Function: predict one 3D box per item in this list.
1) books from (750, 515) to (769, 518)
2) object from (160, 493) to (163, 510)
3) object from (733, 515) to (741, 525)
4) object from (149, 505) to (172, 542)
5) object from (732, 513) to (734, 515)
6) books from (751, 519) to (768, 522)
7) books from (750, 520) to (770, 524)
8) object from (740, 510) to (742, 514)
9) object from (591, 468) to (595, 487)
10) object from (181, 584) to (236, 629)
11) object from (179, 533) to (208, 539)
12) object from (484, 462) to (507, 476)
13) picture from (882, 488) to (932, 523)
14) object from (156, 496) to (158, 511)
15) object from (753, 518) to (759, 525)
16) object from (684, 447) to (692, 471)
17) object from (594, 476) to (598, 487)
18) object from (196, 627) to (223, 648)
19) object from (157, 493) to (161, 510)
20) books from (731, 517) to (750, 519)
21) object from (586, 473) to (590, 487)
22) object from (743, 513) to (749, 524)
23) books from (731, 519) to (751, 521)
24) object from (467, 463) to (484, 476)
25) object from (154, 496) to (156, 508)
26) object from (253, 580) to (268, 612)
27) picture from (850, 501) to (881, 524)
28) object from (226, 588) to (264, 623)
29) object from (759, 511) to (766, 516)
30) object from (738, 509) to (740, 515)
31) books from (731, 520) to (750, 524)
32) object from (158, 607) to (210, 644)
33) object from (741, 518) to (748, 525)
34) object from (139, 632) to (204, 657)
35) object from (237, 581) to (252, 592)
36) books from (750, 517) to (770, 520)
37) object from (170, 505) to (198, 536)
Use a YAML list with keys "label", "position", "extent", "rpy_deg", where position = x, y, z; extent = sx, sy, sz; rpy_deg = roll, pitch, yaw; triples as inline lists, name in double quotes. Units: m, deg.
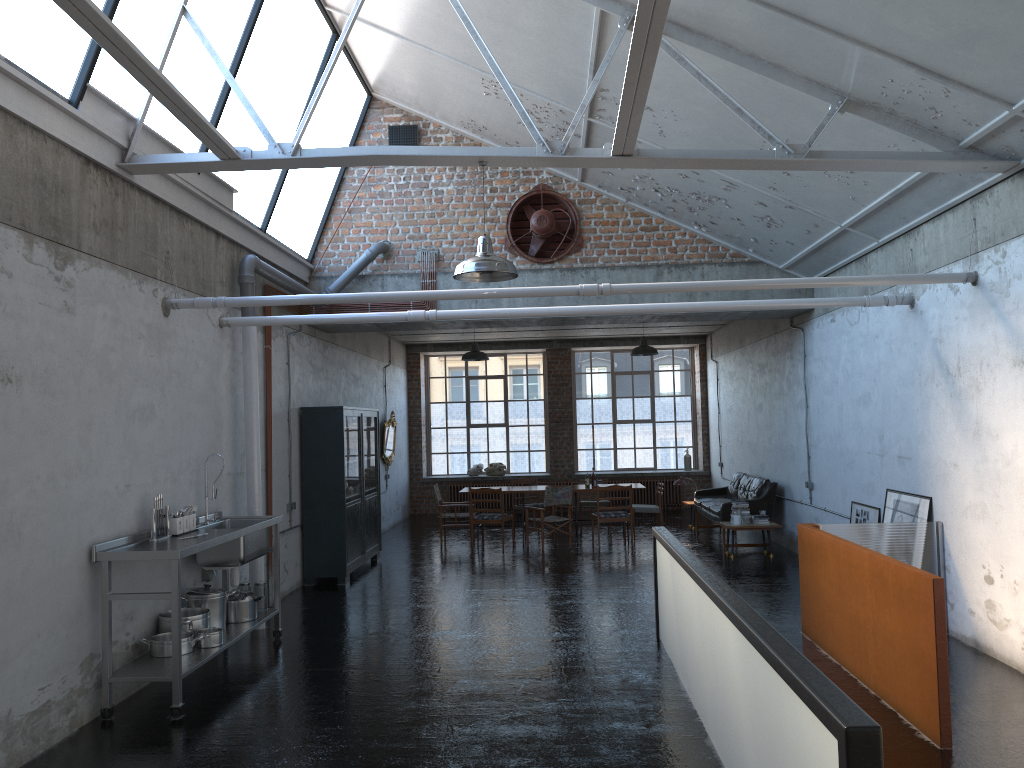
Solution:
- label: "books"
  position: [3.635, 1.947, 13.035]
  extent: [0.225, 0.029, 0.179]
  rpy_deg: [-1, -3, -5]
- label: "object"
  position: [-2.824, 0.945, 7.146]
  extent: [0.022, 0.132, 0.033]
  rpy_deg: [-1, -3, -2]
- label: "object"
  position: [3.284, 1.980, 12.924]
  extent: [0.110, 0.137, 0.110]
  rpy_deg: [-2, -3, 3]
- label: "object"
  position: [-2.820, 1.119, 7.115]
  extent: [0.067, 0.260, 0.322]
  rpy_deg: [-2, -3, 3]
- label: "object"
  position: [3.264, 1.945, 12.940]
  extent: [0.137, 0.190, 0.009]
  rpy_deg: [-2, -3, 6]
- label: "books"
  position: [3.632, 1.997, 13.037]
  extent: [0.166, 0.024, 0.227]
  rpy_deg: [-1, -3, -18]
- label: "books"
  position: [3.641, 2.026, 13.030]
  extent: [0.179, 0.034, 0.243]
  rpy_deg: [-1, -3, -14]
- label: "object"
  position: [3.326, 1.923, 12.929]
  extent: [0.062, 0.169, 0.009]
  rpy_deg: [-2, -3, 2]
- label: "object"
  position: [1.398, 1.598, 15.230]
  extent: [0.075, 0.324, 0.075]
  rpy_deg: [-3, -3, 28]
- label: "object"
  position: [-2.664, 1.948, 7.749]
  extent: [0.346, 0.394, 0.392]
  rpy_deg: [-3, -3, 27]
- label: "object"
  position: [-2.577, 1.233, 7.164]
  extent: [0.045, 0.022, 0.327]
  rpy_deg: [-3, -3, 22]
- label: "object"
  position: [-0.402, 1.963, 20.449]
  extent: [0.418, 0.305, 0.625]
  rpy_deg: [0, -3, -24]
- label: "picture"
  position: [3.854, 1.689, 8.808]
  extent: [0.233, 1.215, 1.095]
  rpy_deg: [-2, -3, 3]
- label: "object"
  position: [-2.827, 0.950, 7.064]
  extent: [0.019, 0.114, 0.027]
  rpy_deg: [-1, -3, -2]
- label: "object"
  position: [3.520, 1.985, 12.793]
  extent: [0.092, 0.099, 0.092]
  rpy_deg: [-1, -3, -20]
- label: "object"
  position: [4.032, 1.715, 20.362]
  extent: [0.172, 0.551, 0.172]
  rpy_deg: [1, -4, -43]
- label: "object"
  position: [1.423, 1.664, 15.099]
  extent: [0.051, 0.180, 0.097]
  rpy_deg: [0, -3, -26]
- label: "object"
  position: [-2.434, 2.043, 7.142]
  extent: [0.202, 0.115, 0.253]
  rpy_deg: [-3, -3, 29]
- label: "object"
  position: [-2.826, 0.943, 7.103]
  extent: [0.022, 0.132, 0.033]
  rpy_deg: [-1, -3, -2]
- label: "books"
  position: [3.370, 1.976, 13.088]
  extent: [0.249, 0.023, 0.175]
  rpy_deg: [-2, -3, 3]
- label: "object"
  position: [1.296, 1.641, 15.193]
  extent: [0.070, 0.235, 0.041]
  rpy_deg: [-2, -3, 2]
- label: "object"
  position: [3.410, 1.965, 12.903]
  extent: [0.087, 0.155, 0.087]
  rpy_deg: [0, -3, -25]
- label: "books"
  position: [3.371, 1.999, 13.087]
  extent: [0.249, 0.023, 0.175]
  rpy_deg: [-1, -3, -2]
- label: "object"
  position: [-0.847, 1.991, 20.531]
  extent: [0.281, 0.281, 0.575]
  rpy_deg: [-3, -3, 29]
- label: "object"
  position: [-2.829, 0.949, 7.029]
  extent: [0.019, 0.114, 0.027]
  rpy_deg: [-1, -3, -2]
- label: "object"
  position: [-2.403, 2.021, 8.465]
  extent: [0.130, 0.285, 0.130]
  rpy_deg: [-1, -3, -12]
- label: "picture"
  position: [3.957, 1.861, 10.025]
  extent: [0.135, 0.994, 0.889]
  rpy_deg: [-2, -3, 3]
- label: "object"
  position: [-2.514, 2.017, 8.118]
  extent: [0.395, 0.278, 0.367]
  rpy_deg: [-4, -4, 45]
- label: "object"
  position: [3.678, 1.896, 13.012]
  extent: [0.103, 0.068, 0.103]
  rpy_deg: [0, -3, -25]
- label: "object"
  position: [3.313, 1.936, 12.960]
  extent: [0.023, 0.204, 0.037]
  rpy_deg: [-4, -4, 42]
- label: "books"
  position: [3.370, 2.032, 13.087]
  extent: [0.248, 0.043, 0.192]
  rpy_deg: [-2, -3, 3]
- label: "object"
  position: [-2.707, 2.007, 7.337]
  extent: [0.403, 0.231, 0.505]
  rpy_deg: [-2, -3, 14]
- label: "object"
  position: [3.358, 1.990, 12.800]
  extent: [0.092, 0.099, 0.092]
  rpy_deg: [-1, -3, -20]
- label: "object"
  position: [-2.664, 2.039, 6.948]
  extent: [0.404, 0.124, 0.323]
  rpy_deg: [-3, -3, 29]
- label: "object"
  position: [-2.555, 2.025, 8.472]
  extent: [0.130, 0.285, 0.130]
  rpy_deg: [-1, -3, -12]
- label: "books"
  position: [3.645, 1.974, 13.039]
  extent: [0.243, 0.024, 0.175]
  rpy_deg: [-1, -3, -1]
- label: "object"
  position: [-2.801, 1.145, 7.494]
  extent: [0.166, 0.234, 0.454]
  rpy_deg: [-2, -3, 4]
